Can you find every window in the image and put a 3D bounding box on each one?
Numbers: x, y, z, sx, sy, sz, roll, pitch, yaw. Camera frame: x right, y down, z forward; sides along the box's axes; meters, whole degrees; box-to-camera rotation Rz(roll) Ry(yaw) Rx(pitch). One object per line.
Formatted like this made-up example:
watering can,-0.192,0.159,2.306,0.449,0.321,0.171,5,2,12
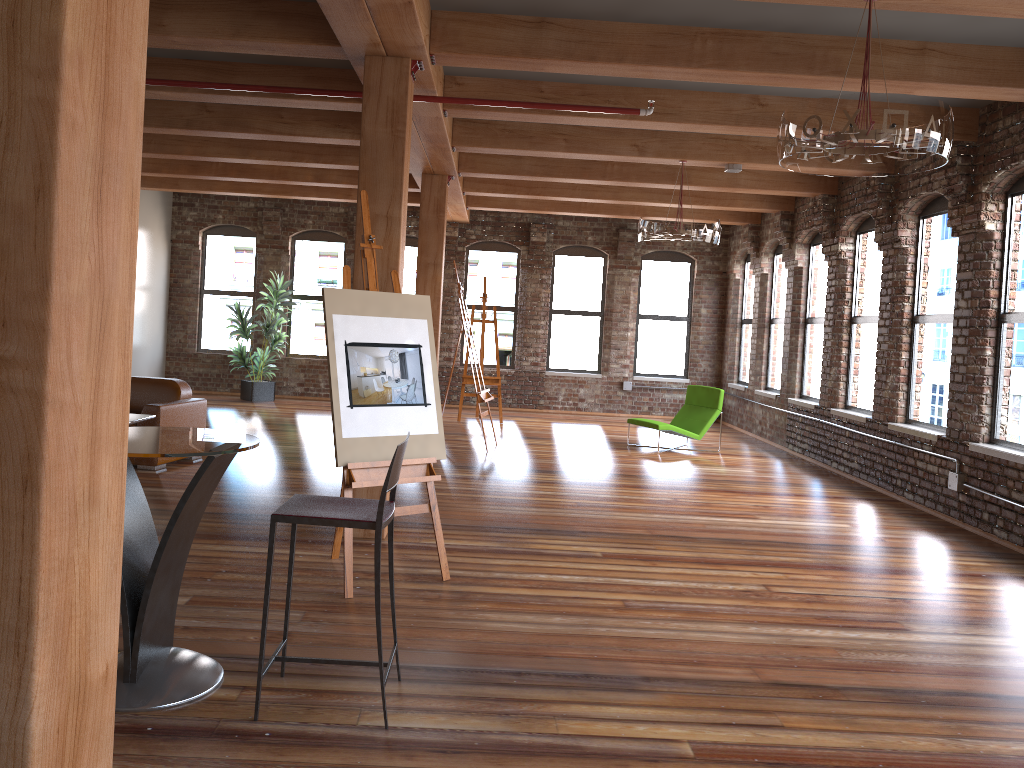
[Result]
window,3.800,-0.731,9.560,0.230,2.213,0.969,3,2,-1
window,3.773,-0.828,11.023,0.233,2.213,0.969,3,2,-1
window,3.858,-0.537,6.626,0.232,2.213,0.969,3,2,-1
window,3.832,-0.634,8.093,0.236,2.213,0.969,3,2,-1
window,-0.367,-1.315,15.006,0.968,2.225,0.221,3,1,-1
window,-1.830,-1.396,14.976,0.968,2.225,0.221,3,1,-1
window,-3.296,-1.510,15.012,0.968,2.167,0.086,3,1,-1
window,2.587,-1.157,15.068,0.968,2.216,0.219,3,1,-1
window,3.714,-1.024,13.984,0.232,2.213,0.969,3,2,-1
window,3.743,-0.925,12.491,0.231,2.213,0.969,3,2,-1
window,1.103,-1.239,15.038,0.968,2.216,0.219,3,1,-1
window,-4.786,-1.592,14.981,0.968,2.167,0.086,3,1,-1

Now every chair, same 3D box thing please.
chair,-3.480,0.325,8.067,1.064,0.734,0.831,4,3,9
chair,2.021,0.414,11.008,0.955,0.795,0.682,2,3,-26
chair,-0.637,0.676,3.257,0.466,0.981,0.430,3,2,-1

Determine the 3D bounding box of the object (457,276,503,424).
object,-0.436,-0.533,13.082,0.661,2.139,0.686,3,1,-6

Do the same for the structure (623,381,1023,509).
structure,3.611,0.643,8.311,1.633,0.313,13.735,3,4,-8

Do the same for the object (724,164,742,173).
object,2.184,-2.135,8.742,0.145,0.072,0.147,3,3,-1

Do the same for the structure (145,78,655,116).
structure,-2.353,-2.209,6.428,6.807,0.112,0.051,3,2,-1

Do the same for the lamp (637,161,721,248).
lamp,1.656,-1.782,8.701,0.811,0.814,0.809,5,3,35

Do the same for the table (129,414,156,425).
table,-3.259,0.558,6.007,0.939,0.559,1.874,3,4,-1

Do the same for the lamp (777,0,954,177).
lamp,1.741,-1.494,4.354,0.811,0.814,0.809,5,3,41

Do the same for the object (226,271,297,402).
object,-4.065,-0.791,14.219,1.079,2.101,0.968,3,2,-23

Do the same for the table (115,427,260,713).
table,-1.345,0.666,3.332,0.722,0.923,0.722,4,2,23

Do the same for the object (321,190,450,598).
object,-0.737,-0.017,4.904,0.701,2.139,0.686,2,2,-41

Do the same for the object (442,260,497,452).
object,-0.499,-0.351,10.228,0.685,2.139,0.662,3,1,9
